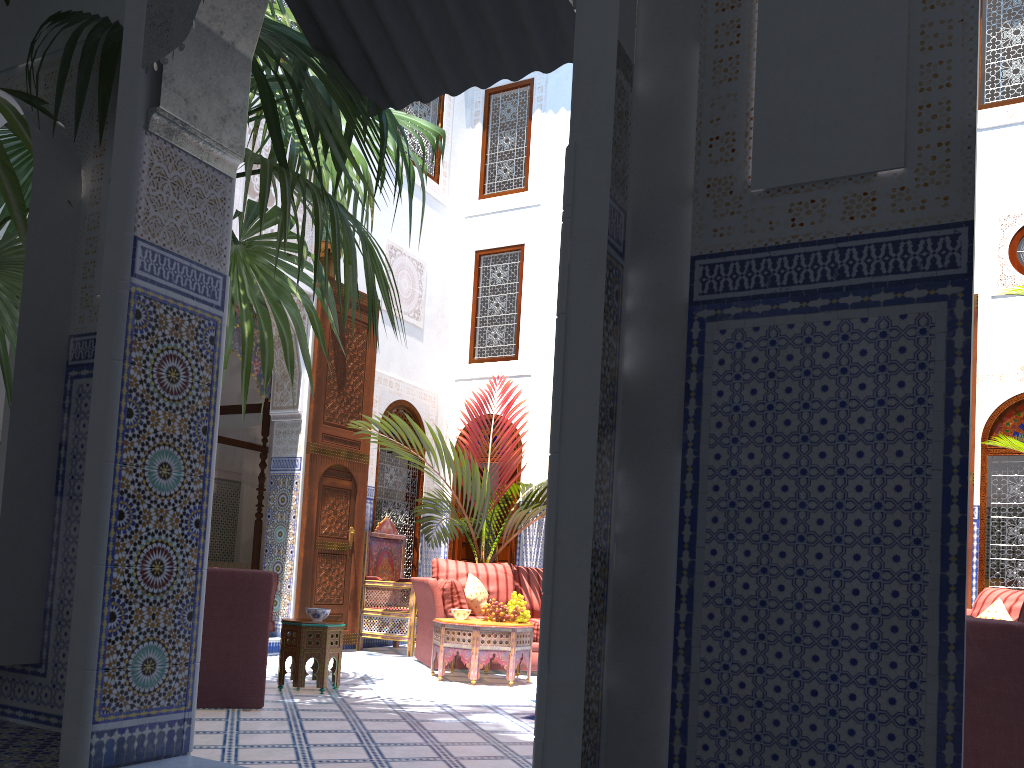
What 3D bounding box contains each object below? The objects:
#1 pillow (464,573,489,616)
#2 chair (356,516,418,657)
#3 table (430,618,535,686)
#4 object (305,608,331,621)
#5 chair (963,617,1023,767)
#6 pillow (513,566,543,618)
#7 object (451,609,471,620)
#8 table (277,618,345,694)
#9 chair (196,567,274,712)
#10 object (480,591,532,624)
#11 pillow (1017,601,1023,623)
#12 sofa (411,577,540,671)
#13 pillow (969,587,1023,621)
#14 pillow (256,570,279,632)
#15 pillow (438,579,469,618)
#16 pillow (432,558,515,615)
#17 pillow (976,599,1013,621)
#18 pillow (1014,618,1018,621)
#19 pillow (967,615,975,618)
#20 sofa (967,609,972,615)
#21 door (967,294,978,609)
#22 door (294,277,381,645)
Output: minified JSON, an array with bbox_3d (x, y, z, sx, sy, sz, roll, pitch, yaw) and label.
[{"bbox_3d":[-0.223,1.326,5.506,0.133,0.270,0.309,0,-9,29],"label":"pillow"},{"bbox_3d":[-0.758,1.506,6.388,0.503,1.068,0.492,0,-6,28],"label":"chair"},{"bbox_3d":[-0.170,1.498,4.927,0.538,0.319,0.548,-2,-12,28],"label":"table"},{"bbox_3d":[-0.915,1.087,4.129,0.119,0.056,0.120,8,-12,-23],"label":"object"},{"bbox_3d":[1.347,0.851,2.150,0.815,0.535,0.738,6,-10,-16],"label":"chair"},{"bbox_3d":[0.281,1.420,5.928,0.562,0.370,0.324,6,-8,-16],"label":"pillow"},{"bbox_3d":[-0.292,1.317,5.005,0.119,0.056,0.120,8,-12,-23],"label":"object"},{"bbox_3d":[-0.947,1.273,4.115,0.289,0.320,0.294,-1,-9,28],"label":"table"},{"bbox_3d":[-1.378,1.020,3.606,0.729,0.534,0.825,6,-10,-16],"label":"chair"},{"bbox_3d":[-0.030,1.303,5.019,0.305,0.236,0.221,2,-8,9],"label":"object"},{"bbox_3d":[1.398,0.614,2.022,0.583,0.375,0.305,6,-8,-16],"label":"pillow"},{"bbox_3d":[0.036,1.561,5.679,1.366,0.534,0.743,7,-10,-16],"label":"sofa"},{"bbox_3d":[2.642,1.252,4.575,0.302,0.374,0.591,5,-10,-16],"label":"pillow"},{"bbox_3d":[-1.120,0.856,3.455,0.381,0.250,0.190,6,-7,-15],"label":"pillow"},{"bbox_3d":[-0.377,1.322,5.363,0.188,0.249,0.386,5,-10,-15],"label":"pillow"},{"bbox_3d":[-0.255,1.354,5.761,0.583,0.387,0.295,6,-8,-17],"label":"pillow"},{"bbox_3d":[2.465,1.238,4.495,0.131,0.274,0.306,4,-9,-6],"label":"pillow"},{"bbox_3d":[1.514,0.773,2.409,0.188,0.249,0.386,5,-10,-15],"label":"pillow"},{"bbox_3d":[1.084,0.715,2.274,0.188,0.239,0.403,5,-10,-15],"label":"pillow"},{"bbox_3d":[2.565,1.389,4.260,0.734,0.533,1.384,6,-12,-16],"label":"sofa"},{"bbox_3d":[2.625,0.690,5.602,0.582,2.488,0.125,1,-4,29],"label":"door"},{"bbox_3d":[-1.201,0.568,6.027,0.123,2.488,0.590,1,-5,33],"label":"door"}]
